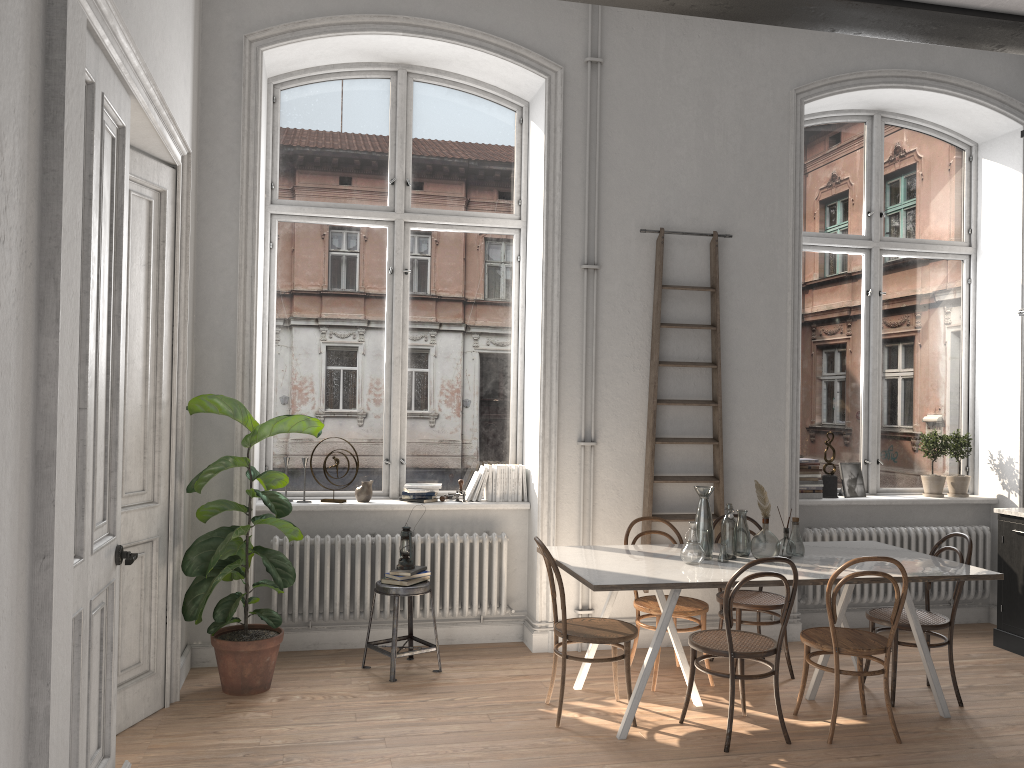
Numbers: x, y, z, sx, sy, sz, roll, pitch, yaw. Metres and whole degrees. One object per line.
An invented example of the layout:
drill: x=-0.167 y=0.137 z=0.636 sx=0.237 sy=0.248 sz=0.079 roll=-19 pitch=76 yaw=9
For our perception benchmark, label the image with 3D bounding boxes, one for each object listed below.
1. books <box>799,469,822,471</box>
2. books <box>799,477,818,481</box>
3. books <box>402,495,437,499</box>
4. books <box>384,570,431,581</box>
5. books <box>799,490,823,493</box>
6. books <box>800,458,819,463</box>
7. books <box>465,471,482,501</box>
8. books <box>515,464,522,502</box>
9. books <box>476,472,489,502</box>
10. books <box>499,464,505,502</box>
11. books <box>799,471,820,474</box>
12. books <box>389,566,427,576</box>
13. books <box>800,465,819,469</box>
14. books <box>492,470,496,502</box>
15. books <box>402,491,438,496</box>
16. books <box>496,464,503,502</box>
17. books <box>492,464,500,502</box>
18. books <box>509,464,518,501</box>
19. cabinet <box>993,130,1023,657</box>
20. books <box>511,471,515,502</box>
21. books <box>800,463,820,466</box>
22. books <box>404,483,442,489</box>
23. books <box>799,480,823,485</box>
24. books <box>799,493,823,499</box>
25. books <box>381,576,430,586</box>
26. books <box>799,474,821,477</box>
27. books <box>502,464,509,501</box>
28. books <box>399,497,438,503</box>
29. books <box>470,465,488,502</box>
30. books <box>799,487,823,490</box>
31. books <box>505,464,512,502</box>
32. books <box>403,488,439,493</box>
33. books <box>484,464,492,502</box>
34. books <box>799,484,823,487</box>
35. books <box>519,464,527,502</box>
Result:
books: x=2.132 y=0.629 z=6.541 sx=0.244 sy=0.019 sz=0.174 roll=1 pitch=-1 yaw=-12
books: x=2.136 y=0.695 z=6.541 sx=0.205 sy=0.022 sz=0.155 roll=1 pitch=-1 yaw=2
books: x=-0.617 y=0.751 z=5.940 sx=0.205 sy=0.022 sz=0.155 roll=1 pitch=-1 yaw=8
books: x=-0.630 y=1.153 z=5.373 sx=0.232 sy=0.029 sz=0.162 roll=2 pitch=-2 yaw=-41
books: x=2.124 y=0.782 z=6.525 sx=0.249 sy=0.023 sz=0.175 roll=1 pitch=-1 yaw=-17
books: x=2.131 y=0.565 z=6.551 sx=0.201 sy=0.024 sz=0.159 roll=2 pitch=-1 yaw=-22
books: x=-0.270 y=0.694 z=6.034 sx=0.105 sy=0.194 sz=0.155 roll=1 pitch=-1 yaw=-13
books: x=0.038 y=0.678 z=6.099 sx=0.024 sy=0.243 sz=0.175 roll=1 pitch=-1 yaw=-12
books: x=-0.207 y=0.692 z=6.045 sx=0.072 sy=0.203 sz=0.155 roll=1 pitch=-1 yaw=-12
books: x=-0.075 y=0.676 z=6.090 sx=0.019 sy=0.243 sz=0.174 roll=1 pitch=-1 yaw=-12
books: x=2.137 y=0.650 z=6.541 sx=0.205 sy=0.022 sz=0.155 roll=1 pitch=-1 yaw=-17
books: x=-0.628 y=1.131 z=5.375 sx=0.147 sy=0.027 sz=0.221 roll=1 pitch=-1 yaw=20
books: x=2.124 y=0.607 z=6.540 sx=0.231 sy=0.023 sz=0.162 roll=1 pitch=-1 yaw=3
books: x=-0.135 y=0.693 z=6.061 sx=0.020 sy=0.205 sz=0.155 roll=1 pitch=-1 yaw=-12
books: x=-0.614 y=0.729 z=5.940 sx=0.221 sy=0.023 sz=0.147 roll=1 pitch=-1 yaw=4
books: x=-0.091 y=0.675 z=6.069 sx=0.019 sy=0.243 sz=0.174 roll=1 pitch=-1 yaw=-12
books: x=-0.111 y=0.675 z=6.056 sx=0.024 sy=0.243 sz=0.175 roll=1 pitch=-1 yaw=-12
books: x=0.010 y=0.678 z=6.113 sx=0.024 sy=0.243 sz=0.175 roll=1 pitch=-1 yaw=-12
cabinet: x=3.981 y=-0.008 z=4.619 sx=0.635 sy=3.583 sz=3.251 roll=1 pitch=-1 yaw=-12
books: x=-0.009 y=0.696 z=6.088 sx=0.020 sy=0.205 sz=0.155 roll=1 pitch=-1 yaw=-12
books: x=2.138 y=0.586 z=6.543 sx=0.205 sy=0.020 sz=0.155 roll=1 pitch=-1 yaw=-12
books: x=-0.594 y=0.684 z=5.953 sx=0.244 sy=0.019 sz=0.174 roll=1 pitch=-1 yaw=-2
books: x=2.130 y=0.720 z=6.544 sx=0.245 sy=0.028 sz=0.193 roll=1 pitch=-1 yaw=-17
books: x=2.121 y=0.815 z=6.525 sx=0.248 sy=0.043 sz=0.192 roll=1 pitch=-1 yaw=-12
books: x=-0.642 y=1.179 z=5.368 sx=0.194 sy=0.034 sz=0.246 roll=0 pitch=-1 yaw=28
books: x=2.139 y=0.672 z=6.547 sx=0.222 sy=0.024 sz=0.158 roll=1 pitch=-1 yaw=-12
books: x=-0.056 y=0.677 z=6.099 sx=0.024 sy=0.243 sz=0.175 roll=1 pitch=-1 yaw=-12
books: x=-0.624 y=0.774 z=5.942 sx=0.221 sy=0.023 sz=0.147 roll=0 pitch=-2 yaw=37
books: x=-0.231 y=0.675 z=6.039 sx=0.100 sy=0.235 sz=0.174 roll=1 pitch=-1 yaw=-12
books: x=2.124 y=0.759 z=6.525 sx=0.249 sy=0.023 sz=0.175 roll=1 pitch=-1 yaw=-12
books: x=-0.030 y=0.677 z=6.082 sx=0.019 sy=0.243 sz=0.174 roll=1 pitch=-1 yaw=-12
books: x=-0.609 y=0.708 z=5.929 sx=0.205 sy=0.020 sz=0.155 roll=2 pitch=-1 yaw=-22
books: x=-0.164 y=0.674 z=6.076 sx=0.024 sy=0.243 sz=0.175 roll=1 pitch=-1 yaw=-12
books: x=2.131 y=0.741 z=6.543 sx=0.255 sy=0.014 sz=0.192 roll=1 pitch=-1 yaw=-9
books: x=0.070 y=0.679 z=6.104 sx=0.040 sy=0.244 sz=0.174 roll=1 pitch=-1 yaw=-12
